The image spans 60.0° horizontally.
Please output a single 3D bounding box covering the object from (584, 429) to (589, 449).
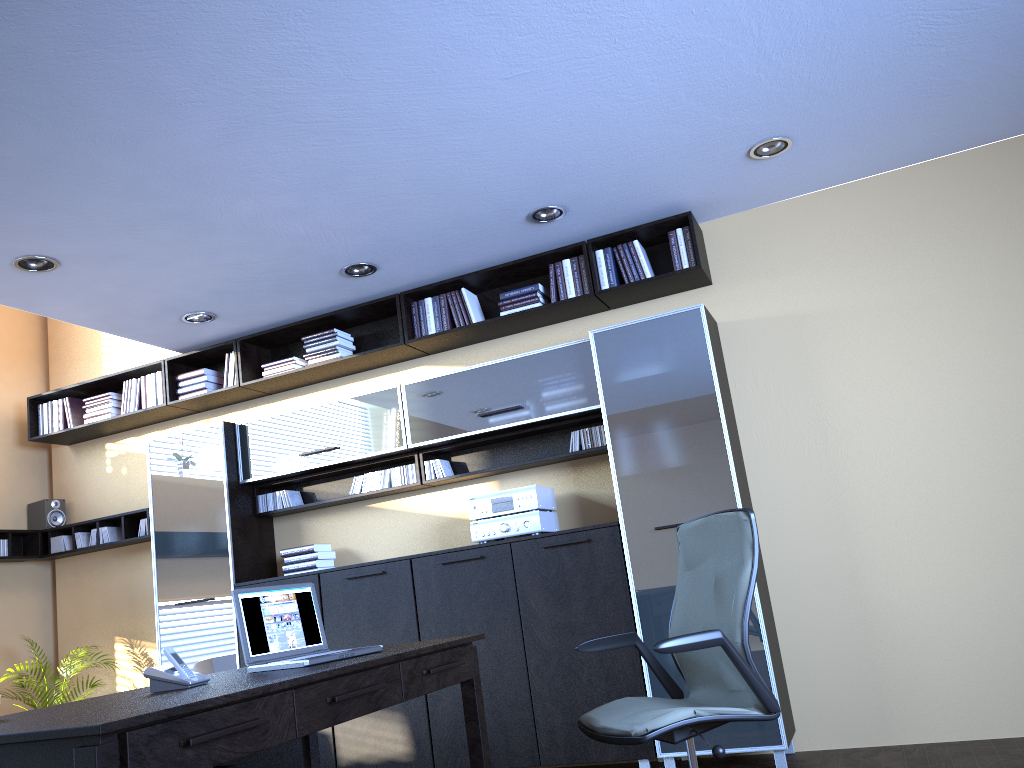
[{"bbox_3d":[0.459,0.332,5.254,0.009,0.119,0.143,-12,-13,20],"label":"object"}]

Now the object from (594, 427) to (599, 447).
[{"bbox_3d":[0.516,0.319,5.235,0.009,0.119,0.143,-12,-13,20],"label":"object"}]

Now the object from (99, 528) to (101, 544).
[{"bbox_3d":[-2.996,1.127,6.569,0.009,0.119,0.143,-12,-13,20],"label":"object"}]

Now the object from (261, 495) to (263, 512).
[{"bbox_3d":[-1.667,0.822,6.067,0.006,0.118,0.140,-12,-13,20],"label":"object"}]

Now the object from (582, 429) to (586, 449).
[{"bbox_3d":[0.446,0.338,5.273,0.009,0.119,0.143,-12,-13,20],"label":"object"}]

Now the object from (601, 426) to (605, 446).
[{"bbox_3d":[0.556,0.312,5.229,0.006,0.118,0.140,-12,-13,20],"label":"object"}]

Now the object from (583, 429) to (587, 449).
[{"bbox_3d":[0.454,0.335,5.266,0.009,0.119,0.143,-12,-13,20],"label":"object"}]

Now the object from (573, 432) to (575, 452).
[{"bbox_3d":[0.390,0.351,5.295,0.030,0.119,0.143,-12,-13,20],"label":"object"}]

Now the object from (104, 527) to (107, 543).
[{"bbox_3d":[-2.948,1.116,6.551,0.030,0.119,0.143,-12,-13,20],"label":"object"}]

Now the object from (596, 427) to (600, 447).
[{"bbox_3d":[0.528,0.319,5.240,0.006,0.118,0.140,-12,-13,20],"label":"object"}]

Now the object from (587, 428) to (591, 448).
[{"bbox_3d":[0.477,0.327,5.244,0.006,0.118,0.140,-12,-13,20],"label":"object"}]

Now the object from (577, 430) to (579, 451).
[{"bbox_3d":[0.414,0.343,5.276,0.026,0.117,0.140,-12,-13,20],"label":"object"}]

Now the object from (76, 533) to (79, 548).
[{"bbox_3d":[-3.200,1.174,6.646,0.030,0.119,0.143,-12,-13,20],"label":"object"}]

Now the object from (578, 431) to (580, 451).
[{"bbox_3d":[0.418,0.345,5.283,0.030,0.119,0.143,-12,-13,20],"label":"object"}]

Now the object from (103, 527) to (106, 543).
[{"bbox_3d":[-2.958,1.118,6.555,0.030,0.119,0.143,-12,-13,20],"label":"object"}]

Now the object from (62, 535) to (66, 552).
[{"bbox_3d":[-3.338,1.205,6.698,0.009,0.119,0.143,-12,-13,20],"label":"object"}]

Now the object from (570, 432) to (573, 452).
[{"bbox_3d":[0.376,0.356,5.300,0.040,0.118,0.143,-12,-13,20],"label":"object"}]

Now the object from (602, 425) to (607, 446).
[{"bbox_3d":[0.562,0.309,5.218,0.009,0.119,0.143,-12,-13,20],"label":"object"}]

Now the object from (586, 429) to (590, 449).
[{"bbox_3d":[0.474,0.332,5.263,0.009,0.119,0.143,-12,-13,20],"label":"object"}]

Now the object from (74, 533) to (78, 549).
[{"bbox_3d":[-3.210,1.176,6.650,0.030,0.119,0.143,-12,-13,20],"label":"object"}]

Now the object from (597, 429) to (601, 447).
[{"bbox_3d":[0.530,0.319,5.243,0.009,0.119,0.143,-12,-13,20],"label":"object"}]

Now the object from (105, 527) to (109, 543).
[{"bbox_3d":[-2.939,1.114,6.548,0.030,0.119,0.143,-12,-13,20],"label":"object"}]

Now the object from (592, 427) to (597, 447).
[{"bbox_3d":[0.508,0.322,5.241,0.009,0.119,0.143,-12,-13,20],"label":"object"}]

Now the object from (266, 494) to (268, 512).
[{"bbox_3d":[-1.630,0.813,6.053,0.009,0.119,0.143,-12,-13,20],"label":"object"}]

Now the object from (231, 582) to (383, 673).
[{"bbox_3d":[-0.712,0.830,3.110,0.324,0.281,0.391,-15,-14,30],"label":"object"}]

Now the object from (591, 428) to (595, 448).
[{"bbox_3d":[0.502,0.326,5.255,0.006,0.118,0.140,-12,-13,20],"label":"object"}]

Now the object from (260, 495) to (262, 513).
[{"bbox_3d":[-1.676,0.824,6.070,0.006,0.118,0.140,-12,-13,20],"label":"object"}]

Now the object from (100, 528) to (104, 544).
[{"bbox_3d":[-2.986,1.125,6.565,0.009,0.119,0.143,-12,-13,20],"label":"object"}]

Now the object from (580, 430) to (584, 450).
[{"bbox_3d":[0.436,0.340,5.275,0.009,0.119,0.143,-12,-13,20],"label":"object"}]

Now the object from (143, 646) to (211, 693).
[{"bbox_3d":[-1.008,0.850,2.667,0.146,0.126,0.131,-9,-12,5],"label":"object"}]

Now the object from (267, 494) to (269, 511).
[{"bbox_3d":[-1.622,0.811,6.048,0.009,0.119,0.143,-12,-13,20],"label":"object"}]

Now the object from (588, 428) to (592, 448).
[{"bbox_3d":[0.481,0.329,5.255,0.009,0.119,0.143,-12,-13,20],"label":"object"}]

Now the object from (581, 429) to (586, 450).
[{"bbox_3d":[0.442,0.336,5.261,0.009,0.123,0.142,-12,-13,20],"label":"object"}]

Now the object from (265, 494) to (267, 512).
[{"bbox_3d":[-1.639,0.815,6.056,0.006,0.118,0.140,-12,-13,20],"label":"object"}]

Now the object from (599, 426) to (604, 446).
[{"bbox_3d":[0.544,0.313,5.227,0.009,0.119,0.143,-12,-13,20],"label":"object"}]

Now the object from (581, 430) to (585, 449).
[{"bbox_3d":[0.443,0.337,5.267,0.006,0.118,0.140,-12,-13,20],"label":"object"}]

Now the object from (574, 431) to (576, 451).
[{"bbox_3d":[0.399,0.349,5.291,0.030,0.119,0.143,-12,-13,20],"label":"object"}]

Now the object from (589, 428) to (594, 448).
[{"bbox_3d":[0.489,0.326,5.248,0.009,0.119,0.143,-12,-13,20],"label":"object"}]

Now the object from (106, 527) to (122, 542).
[{"bbox_3d":[-2.925,1.112,6.542,0.040,0.118,0.143,-12,-13,20],"label":"object"}]

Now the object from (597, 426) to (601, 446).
[{"bbox_3d":[0.534,0.315,5.229,0.006,0.118,0.140,-12,-13,20],"label":"object"}]

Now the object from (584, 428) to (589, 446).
[{"bbox_3d":[0.461,0.332,5.256,0.009,0.123,0.142,-12,-13,20],"label":"object"}]

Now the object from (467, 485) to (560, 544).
[{"bbox_3d":[0.009,0.775,5.216,0.431,0.280,0.364,-13,-13,20],"label":"object"}]

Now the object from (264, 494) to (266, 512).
[{"bbox_3d":[-1.647,0.818,6.064,0.009,0.119,0.143,-12,-13,20],"label":"object"}]

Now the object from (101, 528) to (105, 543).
[{"bbox_3d":[-2.967,1.121,6.558,0.030,0.119,0.143,-12,-13,20],"label":"object"}]

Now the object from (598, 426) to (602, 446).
[{"bbox_3d":[0.538,0.317,5.237,0.009,0.119,0.143,-12,-13,20],"label":"object"}]

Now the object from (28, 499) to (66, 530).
[{"bbox_3d":[-3.584,1.020,6.836,0.255,0.228,0.159,-15,-14,30],"label":"object"}]

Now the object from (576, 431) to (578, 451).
[{"bbox_3d":[0.409,0.347,5.288,0.030,0.119,0.143,-12,-13,20],"label":"object"}]

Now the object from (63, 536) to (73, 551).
[{"bbox_3d":[-3.315,1.201,6.689,0.040,0.118,0.143,-12,-13,20],"label":"object"}]

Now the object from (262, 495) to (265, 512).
[{"bbox_3d":[-1.658,0.820,6.062,0.009,0.119,0.143,-12,-13,20],"label":"object"}]
